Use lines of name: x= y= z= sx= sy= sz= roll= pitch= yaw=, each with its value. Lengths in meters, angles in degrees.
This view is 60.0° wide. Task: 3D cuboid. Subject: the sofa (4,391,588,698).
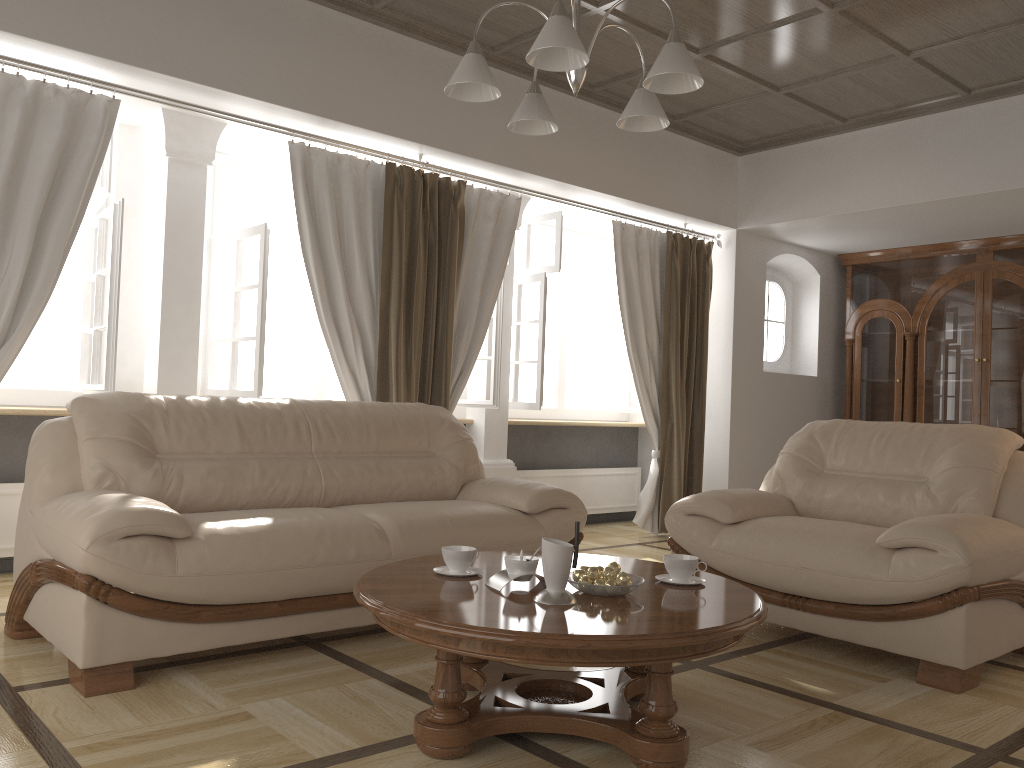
sofa: x=-0.780 y=0.512 z=3.646 sx=2.135 sy=0.900 sz=1.051 roll=3 pitch=-2 yaw=-41

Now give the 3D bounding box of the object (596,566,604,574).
object: x=0.250 y=0.545 z=2.563 sx=0.039 sy=0.039 sz=0.041 roll=2 pitch=-1 yaw=8

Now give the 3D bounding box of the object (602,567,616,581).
object: x=0.267 y=0.524 z=2.444 sx=0.037 sy=0.041 sz=0.040 roll=3 pitch=-1 yaw=-18

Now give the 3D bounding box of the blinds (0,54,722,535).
blinds: x=-0.623 y=-0.156 z=4.884 sx=5.765 sy=2.294 sz=0.285 roll=3 pitch=-2 yaw=-41

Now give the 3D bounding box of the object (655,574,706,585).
object: x=0.506 y=0.591 z=2.669 sx=0.150 sy=0.010 sz=0.150 roll=1 pitch=-2 yaw=39

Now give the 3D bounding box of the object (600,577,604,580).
object: x=0.249 y=0.559 z=2.483 sx=0.039 sy=0.038 sz=0.041 roll=2 pitch=-1 yaw=1

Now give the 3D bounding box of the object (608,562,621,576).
object: x=0.289 y=0.526 z=2.519 sx=0.038 sy=0.044 sz=0.038 roll=3 pitch=-2 yaw=-35

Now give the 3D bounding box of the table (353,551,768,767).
table: x=0.127 y=0.775 z=2.565 sx=1.167 sy=0.392 sz=1.169 roll=1 pitch=-2 yaw=45

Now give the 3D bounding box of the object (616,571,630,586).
object: x=0.300 y=0.530 z=2.405 sx=0.038 sy=0.042 sz=0.038 roll=3 pitch=-2 yaw=-33

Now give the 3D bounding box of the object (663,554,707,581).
object: x=0.510 y=0.556 z=2.666 sx=0.105 sy=0.071 sz=0.114 roll=3 pitch=-2 yaw=-26

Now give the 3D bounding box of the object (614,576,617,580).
object: x=0.288 y=0.560 z=2.497 sx=0.040 sy=0.039 sz=0.039 roll=1 pitch=-2 yaw=39

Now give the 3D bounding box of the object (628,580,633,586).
object: x=0.311 y=0.551 z=2.436 sx=0.038 sy=0.041 sz=0.041 roll=1 pitch=-2 yaw=34

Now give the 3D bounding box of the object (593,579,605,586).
object: x=0.241 y=0.556 z=2.441 sx=0.039 sy=0.040 sz=0.038 roll=1 pitch=-2 yaw=40

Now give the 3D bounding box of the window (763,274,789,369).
window: x=2.127 y=-0.523 z=7.417 sx=0.600 sy=0.784 sz=0.050 roll=3 pitch=-2 yaw=-41

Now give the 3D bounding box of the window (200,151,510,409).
window: x=-0.926 y=-0.553 z=5.393 sx=1.759 sy=1.500 sz=0.784 roll=3 pitch=-2 yaw=-42

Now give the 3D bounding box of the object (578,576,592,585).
object: x=0.201 y=0.549 z=2.447 sx=0.037 sy=0.040 sz=0.041 roll=3 pitch=-2 yaw=-28

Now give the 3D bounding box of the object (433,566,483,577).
object: x=-0.162 y=0.565 z=2.670 sx=0.150 sy=0.010 sz=0.150 roll=1 pitch=-2 yaw=35

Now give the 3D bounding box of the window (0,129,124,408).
window: x=-2.567 y=-0.650 z=3.954 sx=1.600 sy=1.500 sz=0.781 roll=3 pitch=-2 yaw=-41

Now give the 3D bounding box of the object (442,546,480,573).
object: x=-0.160 y=0.531 z=2.676 sx=0.105 sy=0.071 sz=0.114 roll=2 pitch=-1 yaw=9

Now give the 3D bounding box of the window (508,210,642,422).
window: x=0.583 y=-0.463 z=6.686 sx=1.653 sy=1.500 sz=0.782 roll=3 pitch=-2 yaw=-41

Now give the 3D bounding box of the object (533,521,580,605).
object: x=0.120 y=0.468 z=2.355 sx=0.119 sy=0.210 sz=0.119 roll=2 pitch=-2 yaw=27

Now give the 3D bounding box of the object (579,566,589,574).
object: x=0.212 y=0.543 z=2.552 sx=0.040 sy=0.040 sz=0.038 roll=1 pitch=-2 yaw=28

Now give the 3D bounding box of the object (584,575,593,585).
object: x=0.208 y=0.557 z=2.484 sx=0.038 sy=0.040 sz=0.040 roll=2 pitch=-1 yaw=9

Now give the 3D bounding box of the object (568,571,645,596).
object: x=0.257 y=0.562 z=2.485 sx=0.227 sy=0.039 sz=0.227 roll=3 pitch=-1 yaw=-16

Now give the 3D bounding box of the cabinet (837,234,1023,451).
cabinet: x=3.716 y=0.063 z=6.842 sx=0.587 sy=2.298 sz=2.360 roll=3 pitch=-2 yaw=-41

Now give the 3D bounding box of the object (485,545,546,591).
object: x=0.028 y=0.507 z=2.517 sx=0.178 sy=0.133 sz=0.104 roll=3 pitch=-2 yaw=-26

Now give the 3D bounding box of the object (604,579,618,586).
object: x=0.270 y=0.551 z=2.417 sx=0.039 sy=0.039 sz=0.041 roll=2 pitch=-2 yaw=27

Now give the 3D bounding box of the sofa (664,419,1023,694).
sofa: x=1.470 y=0.601 z=3.747 sx=1.052 sy=0.900 sz=1.318 roll=3 pitch=-2 yaw=-41

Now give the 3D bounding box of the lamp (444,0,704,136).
lamp: x=0.229 y=-1.379 z=2.635 sx=0.713 sy=1.094 sz=0.741 roll=3 pitch=-2 yaw=-41

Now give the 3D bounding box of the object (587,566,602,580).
object: x=0.228 y=0.527 z=2.467 sx=0.038 sy=0.039 sz=0.040 roll=1 pitch=-2 yaw=34

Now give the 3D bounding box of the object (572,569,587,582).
object: x=0.192 y=0.545 z=2.519 sx=0.041 sy=0.038 sz=0.039 roll=2 pitch=-1 yaw=3
